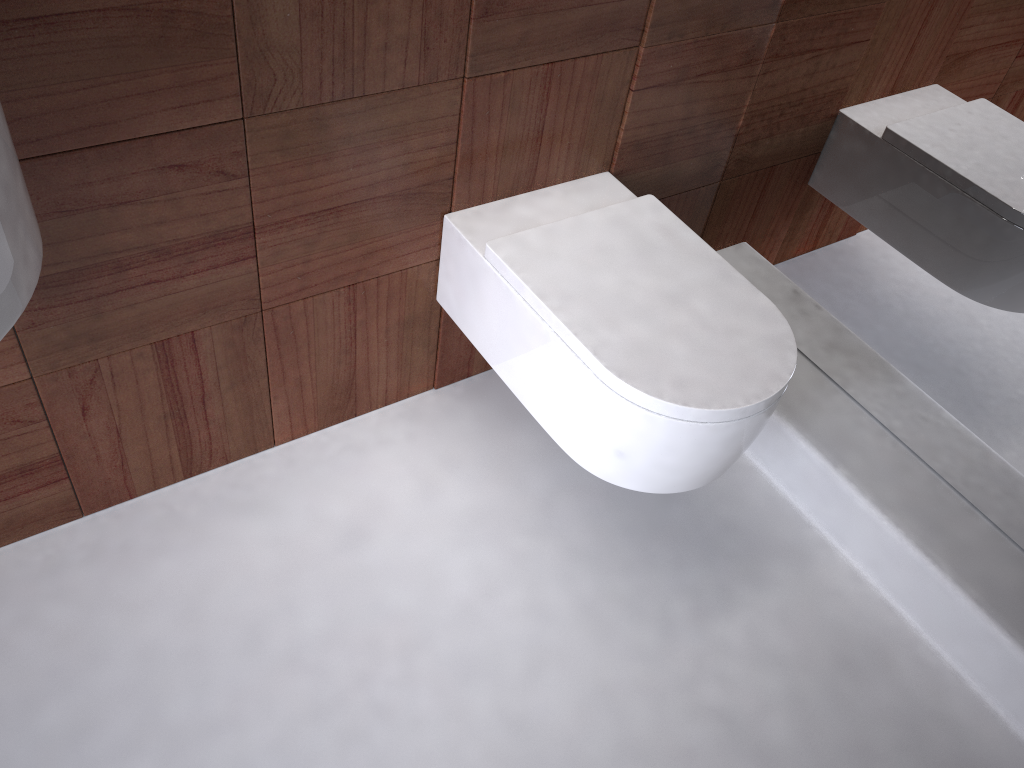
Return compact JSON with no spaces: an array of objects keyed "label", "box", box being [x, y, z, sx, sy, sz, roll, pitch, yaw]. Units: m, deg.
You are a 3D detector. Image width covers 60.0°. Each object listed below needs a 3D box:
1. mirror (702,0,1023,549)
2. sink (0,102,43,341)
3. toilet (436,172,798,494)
[{"label":"mirror","box":[0.921,-0.550,0.709,0.019,2.183,1.433,-21,54,-27]},{"label":"sink","box":[-0.593,-0.158,0.638,0.415,0.715,0.417,-21,54,-27]},{"label":"toilet","box":[0.162,-0.059,1.399,0.329,0.284,0.547,-21,54,-27]}]
